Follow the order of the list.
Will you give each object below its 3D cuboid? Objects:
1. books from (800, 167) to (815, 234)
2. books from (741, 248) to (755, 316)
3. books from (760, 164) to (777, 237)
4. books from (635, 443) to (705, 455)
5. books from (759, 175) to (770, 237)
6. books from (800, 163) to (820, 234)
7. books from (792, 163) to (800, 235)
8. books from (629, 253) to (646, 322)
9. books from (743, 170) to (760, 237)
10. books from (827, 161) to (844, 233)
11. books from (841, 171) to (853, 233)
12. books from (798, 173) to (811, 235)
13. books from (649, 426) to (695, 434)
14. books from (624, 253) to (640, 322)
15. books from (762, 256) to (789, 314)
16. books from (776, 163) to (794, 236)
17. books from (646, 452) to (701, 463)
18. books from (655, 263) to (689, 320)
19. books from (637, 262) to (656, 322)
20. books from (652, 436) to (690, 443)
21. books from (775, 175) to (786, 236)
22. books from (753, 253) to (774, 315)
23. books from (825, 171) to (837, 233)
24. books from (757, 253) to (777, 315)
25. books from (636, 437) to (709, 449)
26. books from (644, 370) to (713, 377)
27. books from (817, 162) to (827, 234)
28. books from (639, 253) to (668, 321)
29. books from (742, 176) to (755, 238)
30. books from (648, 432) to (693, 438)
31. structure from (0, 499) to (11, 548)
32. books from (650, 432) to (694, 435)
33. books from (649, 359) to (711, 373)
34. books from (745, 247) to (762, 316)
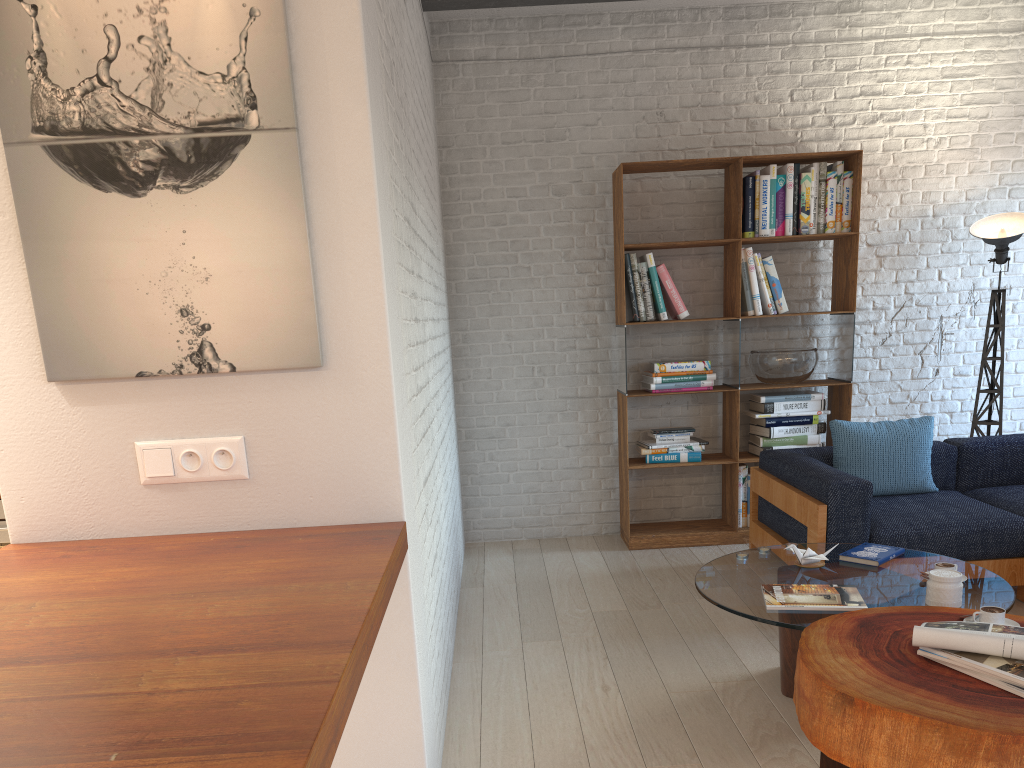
[{"bbox_3d":[1.669,-1.029,4.992,0.021,0.371,0.262,-3,11,-1],"label":"books"},{"bbox_3d":[1.339,-0.592,5.107,0.101,0.397,0.235,-3,12,-1],"label":"books"},{"bbox_3d":[1.453,-1.030,4.983,0.036,0.396,0.235,-3,12,-1],"label":"books"},{"bbox_3d":[0.960,0.387,5.328,0.379,0.038,0.237,-3,5,-1],"label":"books"},{"bbox_3d":[1.408,-0.999,4.985,0.055,0.341,0.246,-3,11,-1],"label":"books"},{"bbox_3d":[1.697,-1.045,5.003,0.036,0.396,0.235,-3,12,-1],"label":"books"},{"bbox_3d":[1.584,-1.038,4.988,0.036,0.396,0.235,-3,12,-1],"label":"books"},{"bbox_3d":[0.716,-0.559,5.094,0.091,0.397,0.235,-3,12,-1],"label":"books"},{"bbox_3d":[1.368,-1.013,4.998,0.021,0.371,0.262,-3,11,-1],"label":"books"},{"bbox_3d":[1.828,-1.051,4.991,0.036,0.396,0.235,-3,12,-1],"label":"books"},{"bbox_3d":[1.879,-1.028,5.014,0.055,0.341,0.246,-3,11,-1],"label":"books"},{"bbox_3d":[1.632,-1.012,4.981,0.055,0.341,0.246,-3,11,-1],"label":"books"},{"bbox_3d":[0.972,0.279,5.302,0.252,0.018,0.157,-3,4,-1],"label":"books"},{"bbox_3d":[0.679,-0.556,5.086,0.091,0.397,0.235,-3,12,-1],"label":"books"},{"bbox_3d":[1.502,-0.573,5.097,0.158,0.340,0.246,-3,11,-1],"label":"books"},{"bbox_3d":[1.547,-1.035,4.978,0.036,0.396,0.235,-3,12,-1],"label":"books"},{"bbox_3d":[0.983,0.433,5.332,0.327,0.057,0.247,-2,5,9],"label":"books"},{"bbox_3d":[0.917,-0.538,5.115,0.195,0.329,0.246,-3,11,-1],"label":"books"},{"bbox_3d":[0.769,-0.537,5.120,0.102,0.345,0.246,-3,11,-1],"label":"books"},{"bbox_3d":[0.971,0.331,5.328,0.206,0.035,0.128,-3,5,-1],"label":"books"},{"bbox_3d":[1.501,-1.006,5.004,0.055,0.341,0.246,-3,11,-1],"label":"books"},{"bbox_3d":[1.431,-0.578,5.099,0.125,0.360,0.262,-3,11,-1],"label":"books"},{"bbox_3d":[1.782,-1.021,4.992,0.055,0.341,0.246,-3,11,-1],"label":"books"},{"bbox_3d":[1.453,-0.580,5.108,0.125,0.360,0.262,-3,11,-1],"label":"books"},{"bbox_3d":[0.974,0.359,5.312,0.379,0.019,0.237,-4,4,-8],"label":"books"},{"bbox_3d":[0.989,-0.069,5.216,0.355,0.021,0.264,-3,4,-2],"label":"books"},{"bbox_3d":[1.735,-1.046,4.990,0.036,0.396,0.235,-3,12,-1],"label":"books"},{"bbox_3d":[0.824,-0.562,5.084,0.121,0.394,0.235,-3,11,-1],"label":"books"},{"bbox_3d":[1.330,-0.996,5.002,0.055,0.341,0.246,-3,11,-1],"label":"books"},{"bbox_3d":[0.963,0.305,5.328,0.236,0.019,0.166,-4,5,-8],"label":"books"},{"bbox_3d":[-2.749,0.861,4.594,0.669,0.597,0.483,-3,10,-1],"label":"structure"},{"bbox_3d":[0.970,0.291,5.318,0.242,0.008,0.151,-3,4,-1],"label":"books"},{"bbox_3d":[0.996,-0.108,5.205,0.326,0.057,0.247,-3,5,1],"label":"books"},{"bbox_3d":[1.378,-0.591,5.085,0.103,0.396,0.235,-3,12,-1],"label":"books"}]
